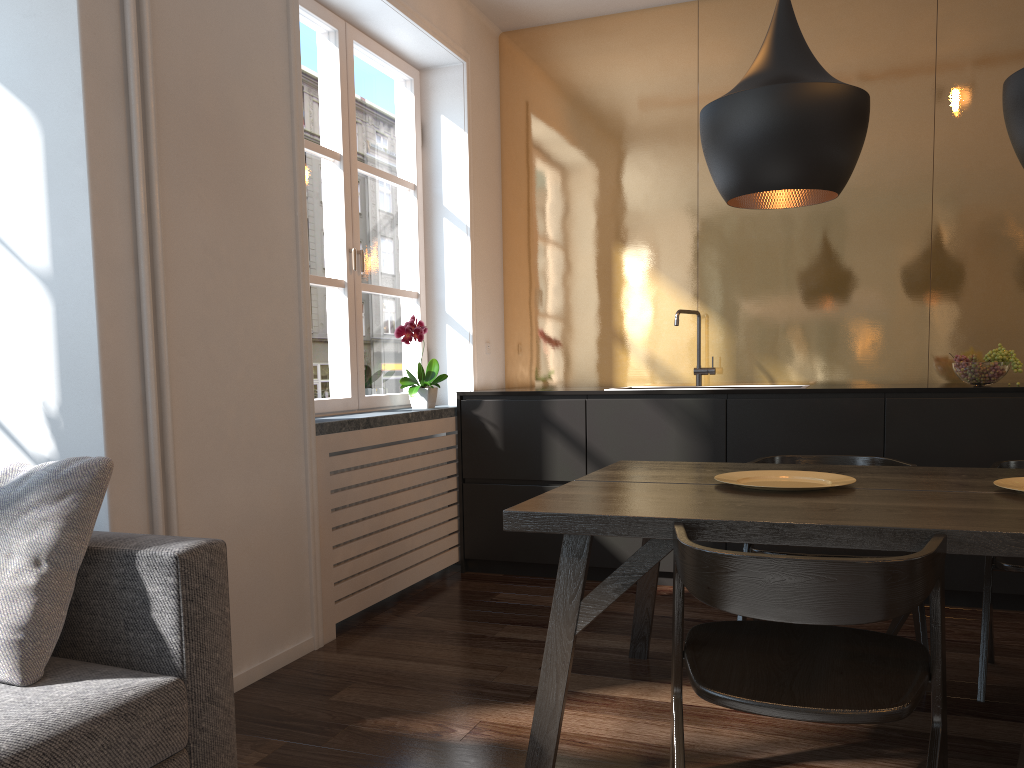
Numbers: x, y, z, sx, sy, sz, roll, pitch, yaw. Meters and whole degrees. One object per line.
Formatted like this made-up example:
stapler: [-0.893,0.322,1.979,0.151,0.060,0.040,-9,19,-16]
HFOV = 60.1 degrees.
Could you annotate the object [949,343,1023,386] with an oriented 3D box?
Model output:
object: [1.951,-0.080,3.648,0.239,0.174,0.177,-1,3,6]

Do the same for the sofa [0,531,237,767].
sofa: [-1.152,0.678,0.499,2.039,0.675,3.054,-1,1,21]

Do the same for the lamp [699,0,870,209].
lamp: [0.683,-0.740,2.229,0.410,0.544,0.410,-4,5,-36]

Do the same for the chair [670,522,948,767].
chair: [0.575,0.623,1.757,0.593,0.675,0.517,0,4,19]

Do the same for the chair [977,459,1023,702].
chair: [1.701,0.586,2.650,0.593,0.675,0.517,0,4,19]

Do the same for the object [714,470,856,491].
object: [0.714,0.256,2.324,0.355,0.017,0.354,-1,1,24]

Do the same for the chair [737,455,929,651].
chair: [1.047,0.593,2.930,0.593,0.675,0.517,0,4,17]

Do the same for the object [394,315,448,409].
object: [-0.414,-0.101,4.095,0.229,0.439,0.404,-1,3,-3]

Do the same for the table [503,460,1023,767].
table: [1.346,0.598,2.077,2.500,0.683,1.102,-1,2,21]

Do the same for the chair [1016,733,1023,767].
chair: [1.215,0.616,1.518,0.593,0.675,0.517,0,4,22]

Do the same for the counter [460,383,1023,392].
counter: [2.226,0.002,3.691,5.059,0.002,0.729,-1,1,21]

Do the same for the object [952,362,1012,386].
object: [1.946,-0.042,3.669,0.218,0.097,0.218,-2,2,-22]

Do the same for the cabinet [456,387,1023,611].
cabinet: [2.234,0.452,3.732,5.062,0.906,0.729,-1,4,21]

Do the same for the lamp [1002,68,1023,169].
lamp: [1.335,-0.748,1.980,0.411,0.544,0.409,-1,4,-3]

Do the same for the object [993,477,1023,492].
object: [1.338,0.248,2.086,0.356,0.017,0.354,-1,1,2]

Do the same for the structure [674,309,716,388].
structure: [0.894,-0.167,4.300,0.109,0.388,0.264,3,5,37]

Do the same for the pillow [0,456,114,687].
pillow: [-1.084,0.357,1.795,0.494,0.417,0.285,0,4,20]

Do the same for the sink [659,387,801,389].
sink: [2.088,-0.018,3.697,3.414,0.245,0.480,-1,2,20]
